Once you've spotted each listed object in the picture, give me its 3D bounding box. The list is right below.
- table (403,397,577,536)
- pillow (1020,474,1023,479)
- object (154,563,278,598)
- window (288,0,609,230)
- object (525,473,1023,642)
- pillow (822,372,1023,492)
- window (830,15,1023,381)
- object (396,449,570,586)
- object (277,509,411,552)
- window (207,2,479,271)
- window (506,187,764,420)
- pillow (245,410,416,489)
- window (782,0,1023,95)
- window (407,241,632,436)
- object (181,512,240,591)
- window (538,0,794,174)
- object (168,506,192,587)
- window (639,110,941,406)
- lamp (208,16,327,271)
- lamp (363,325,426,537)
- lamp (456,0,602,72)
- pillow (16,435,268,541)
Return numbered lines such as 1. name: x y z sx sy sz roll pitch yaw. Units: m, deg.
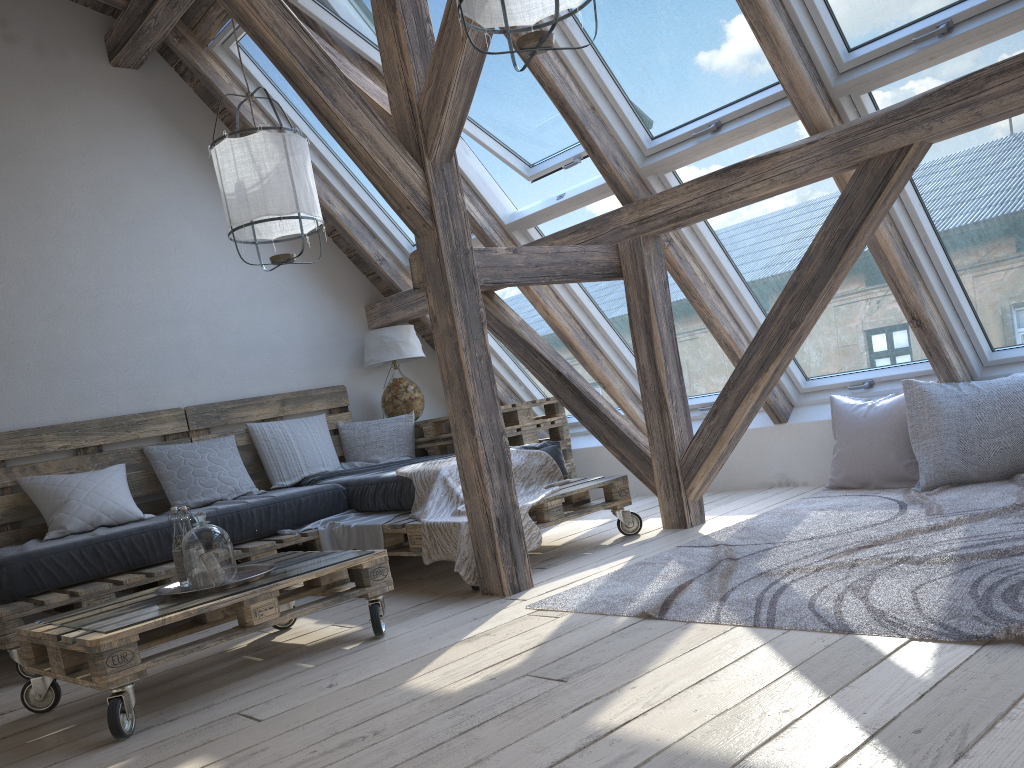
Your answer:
1. table: -0.201 0.520 5.439 0.665 0.707 1.025 -12 2 -42
2. pillow: 2.531 0.052 3.170 0.461 0.567 1.283 -13 1 -41
3. object: -0.968 0.647 2.895 0.391 0.022 0.396 -10 -1 -22
4. window: -0.166 -1.454 3.996 1.331 1.287 0.861 -12 4 -41
5. object: 1.876 0.400 2.551 2.158 0.057 3.213 -9 -2 -41
6. pillow: 1.902 0.221 3.936 1.143 0.529 0.428 -10 2 41
7. window: 1.952 -0.644 3.351 1.080 1.288 0.861 -13 4 -41
8. object: -0.033 0.534 3.835 0.807 0.477 1.009 -10 0 -12
9. object: -0.720 0.754 4.244 0.714 0.279 0.498 -11 0 33
10. window: -0.806 -1.322 4.657 1.080 1.288 0.861 -13 4 -41
11. window: 0.741 -0.389 4.734 1.080 1.288 0.861 -13 4 -41
12. pillow: -1.030 0.343 5.140 0.958 0.403 0.387 -10 2 -25
13. window: 1.011 -1.703 2.583 1.080 1.288 0.861 -13 4 -41
14. window: 0.135 -0.262 5.426 1.080 1.288 0.861 -13 4 -41
15. object: -0.969 0.528 2.799 0.157 0.249 0.154 -9 4 17
16. window: 0.406 -1.576 3.275 1.080 1.288 0.861 -13 4 -41
17. object: -1.080 0.539 2.922 0.070 0.270 0.155 -15 6 -42
18. window: 1.347 -0.517 4.043 1.080 1.288 0.861 -13 4 -41
19. lamp: -1.102 -1.256 3.653 0.400 1.531 0.403 -10 5 0
20. lamp: -0.820 0.337 5.585 0.829 1.296 0.382 -8 6 34
21. lamp: -0.047 -1.583 2.418 0.403 1.316 0.400 -8 6 24
22. pillow: -1.811 0.483 4.400 1.114 0.358 0.353 -10 1 -41
